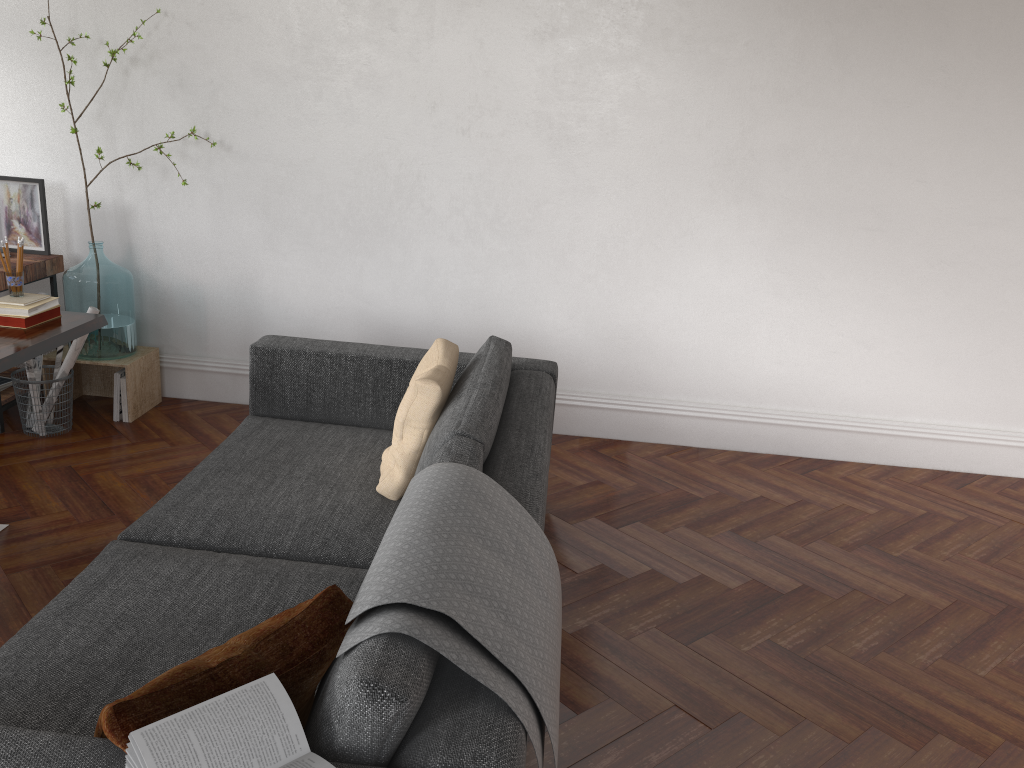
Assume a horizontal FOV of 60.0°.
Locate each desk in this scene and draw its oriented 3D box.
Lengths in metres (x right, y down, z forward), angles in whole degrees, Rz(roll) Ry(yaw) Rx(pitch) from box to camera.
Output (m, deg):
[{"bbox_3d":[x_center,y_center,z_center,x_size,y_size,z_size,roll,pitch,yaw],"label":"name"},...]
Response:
[{"bbox_3d":[-3.204,-0.277,4.315,1.798,0.763,0.643,5,18,2],"label":"desk"},{"bbox_3d":[-2.160,0.369,2.475,1.029,0.756,2.212,5,17,3],"label":"desk"}]

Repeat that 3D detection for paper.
[{"bbox_3d":[-2.076,-0.063,4.121,0.330,0.613,0.046,-1,19,-16],"label":"paper"},{"bbox_3d":[-2.195,0.008,4.258,0.026,0.391,0.125,13,20,24],"label":"paper"},{"bbox_3d":[-2.197,0.021,4.073,0.033,0.482,0.073,19,23,37],"label":"paper"},{"bbox_3d":[-2.255,-0.103,4.207,0.047,0.630,0.292,3,18,-4],"label":"paper"}]

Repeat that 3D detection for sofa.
[{"bbox_3d":[-0.542,0.485,2.535,1.262,0.834,2.628,5,17,3],"label":"sofa"}]

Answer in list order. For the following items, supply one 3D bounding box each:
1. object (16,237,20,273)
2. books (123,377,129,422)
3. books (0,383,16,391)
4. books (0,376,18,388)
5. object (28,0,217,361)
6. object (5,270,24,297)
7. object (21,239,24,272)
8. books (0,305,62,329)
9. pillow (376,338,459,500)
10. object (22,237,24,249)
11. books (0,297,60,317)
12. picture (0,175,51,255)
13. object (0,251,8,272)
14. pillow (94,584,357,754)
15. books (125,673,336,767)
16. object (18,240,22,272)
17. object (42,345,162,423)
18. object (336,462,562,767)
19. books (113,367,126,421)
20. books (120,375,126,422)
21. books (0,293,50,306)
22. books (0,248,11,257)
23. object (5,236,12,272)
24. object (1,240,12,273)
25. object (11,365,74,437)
[{"bbox_3d":[-1.801,-0.438,3.232,0.008,0.196,0.038,14,21,27],"label":"object"},{"bbox_3d":[-1.892,0.061,4.433,0.012,0.233,0.169,5,18,3],"label":"books"},{"bbox_3d":[-2.563,0.020,4.276,0.196,0.014,0.266,5,17,1],"label":"books"},{"bbox_3d":[-2.561,0.006,4.271,0.196,0.014,0.266,9,18,13],"label":"books"},{"bbox_3d":[-1.817,-1.143,4.207,0.807,2.071,0.351,-1,19,-16],"label":"object"},{"bbox_3d":[-1.808,-0.366,3.228,0.058,0.091,0.058,1,18,-10],"label":"object"},{"bbox_3d":[-1.776,-0.430,3.211,0.036,0.196,0.008,9,19,14],"label":"object"},{"bbox_3d":[-1.774,-0.251,3.218,0.159,0.040,0.214,6,17,4],"label":"books"},{"bbox_3d":[-0.321,0.109,3.038,0.225,0.463,0.483,5,18,2],"label":"pillow"},{"bbox_3d":[-1.790,-0.436,3.230,0.008,0.195,0.044,16,21,31],"label":"object"},{"bbox_3d":[-1.776,-0.286,3.216,0.164,0.029,0.206,5,17,1],"label":"books"},{"bbox_3d":[-2.436,-0.833,4.378,0.282,0.372,0.022,5,18,2],"label":"picture"},{"bbox_3d":[-1.828,-0.427,3.194,0.049,0.194,0.008,-5,20,-26],"label":"object"},{"bbox_3d":[-0.525,0.576,1.581,0.329,0.399,0.468,19,23,38],"label":"pillow"},{"bbox_3d":[-0.384,0.544,1.262,0.224,0.096,0.277,-12,24,-43],"label":"books"},{"bbox_3d":[-1.776,-0.424,3.198,0.049,0.194,0.008,13,20,25],"label":"object"},{"bbox_3d":[-2.080,-0.009,4.517,0.435,0.318,0.339,5,18,3],"label":"object"},{"bbox_3d":[-0.083,0.476,1.870,0.400,0.390,0.747,5,17,3],"label":"object"},{"bbox_3d":[-1.934,0.043,4.438,0.054,0.259,0.186,6,18,3],"label":"books"},{"bbox_3d":[-1.905,0.060,4.434,0.012,0.233,0.169,5,18,3],"label":"books"},{"bbox_3d":[-1.784,-0.309,3.221,0.128,0.008,0.158,6,17,4],"label":"books"},{"bbox_3d":[-2.553,-0.631,4.280,0.128,0.031,0.213,19,22,38],"label":"books"},{"bbox_3d":[-1.825,-0.437,3.220,0.008,0.197,0.032,-12,24,-41],"label":"object"},{"bbox_3d":[-1.805,-0.421,3.181,0.008,0.194,0.049,7,18,7],"label":"object"},{"bbox_3d":[-2.201,0.093,4.183,0.260,0.307,0.259,-7,21,-31],"label":"object"}]
